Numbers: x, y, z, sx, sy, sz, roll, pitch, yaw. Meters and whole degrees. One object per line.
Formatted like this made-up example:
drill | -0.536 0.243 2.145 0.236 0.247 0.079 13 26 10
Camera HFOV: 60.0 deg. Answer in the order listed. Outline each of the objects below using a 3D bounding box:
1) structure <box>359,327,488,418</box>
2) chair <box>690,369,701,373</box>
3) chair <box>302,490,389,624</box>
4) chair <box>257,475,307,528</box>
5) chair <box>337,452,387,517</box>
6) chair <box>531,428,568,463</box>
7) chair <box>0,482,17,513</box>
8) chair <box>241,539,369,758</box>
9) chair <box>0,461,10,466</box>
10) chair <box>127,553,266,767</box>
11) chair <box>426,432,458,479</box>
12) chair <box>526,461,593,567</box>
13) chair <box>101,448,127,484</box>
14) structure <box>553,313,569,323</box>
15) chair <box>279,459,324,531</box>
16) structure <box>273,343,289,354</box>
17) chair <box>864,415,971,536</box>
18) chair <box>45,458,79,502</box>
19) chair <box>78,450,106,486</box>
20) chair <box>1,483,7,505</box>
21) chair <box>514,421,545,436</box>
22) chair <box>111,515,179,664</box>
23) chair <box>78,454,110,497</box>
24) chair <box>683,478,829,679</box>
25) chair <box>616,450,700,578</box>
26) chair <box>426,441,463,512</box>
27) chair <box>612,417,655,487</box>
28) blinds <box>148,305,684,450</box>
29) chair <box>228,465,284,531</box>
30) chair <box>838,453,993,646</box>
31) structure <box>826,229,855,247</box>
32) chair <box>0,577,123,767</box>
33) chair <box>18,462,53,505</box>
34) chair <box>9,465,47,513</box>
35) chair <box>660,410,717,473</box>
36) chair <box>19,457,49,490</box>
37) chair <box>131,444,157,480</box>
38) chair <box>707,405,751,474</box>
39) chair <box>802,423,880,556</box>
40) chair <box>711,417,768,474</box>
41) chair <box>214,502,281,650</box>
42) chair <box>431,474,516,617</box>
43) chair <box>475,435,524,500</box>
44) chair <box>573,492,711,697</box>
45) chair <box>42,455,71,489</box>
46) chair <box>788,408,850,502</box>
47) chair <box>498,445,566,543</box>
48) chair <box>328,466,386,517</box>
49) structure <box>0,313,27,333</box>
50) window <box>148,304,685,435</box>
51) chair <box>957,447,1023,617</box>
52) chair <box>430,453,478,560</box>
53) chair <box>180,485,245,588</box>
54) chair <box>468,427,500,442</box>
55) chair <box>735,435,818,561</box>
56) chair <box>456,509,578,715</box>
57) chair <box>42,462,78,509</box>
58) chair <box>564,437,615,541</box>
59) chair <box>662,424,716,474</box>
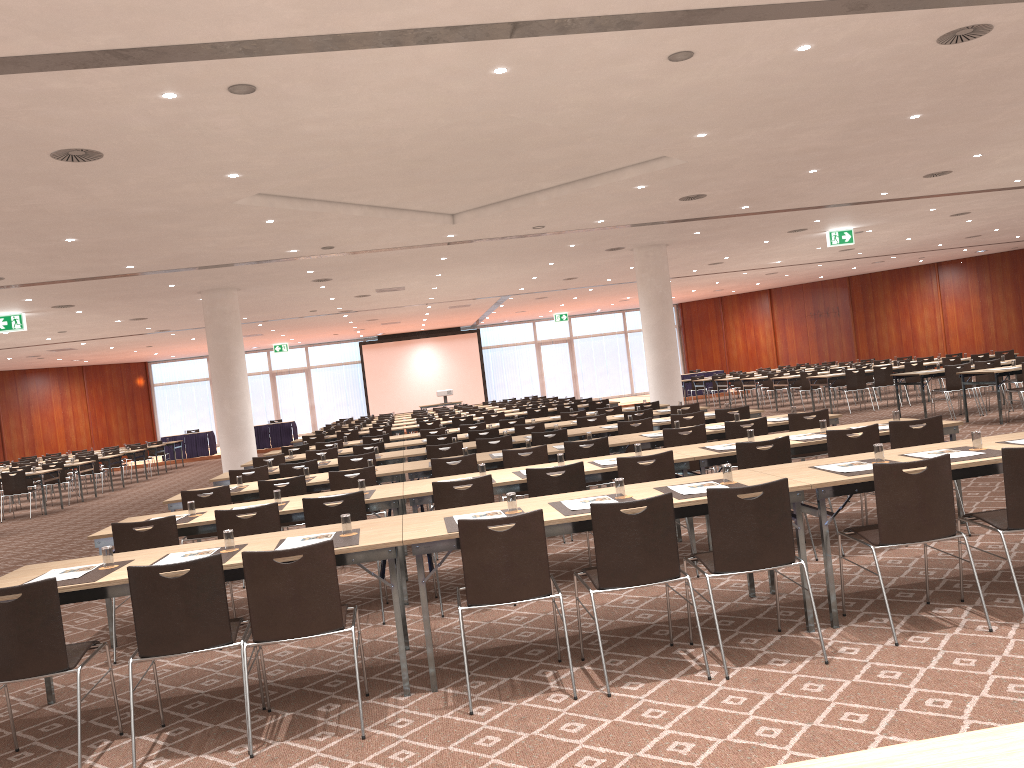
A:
structure | -3.759 -0.507 37.853 5.157 3.526 0.395 -7 1 -7
chair | 7.035 -0.073 33.585 0.535 0.939 0.614 -7 1 -7
chair | -1.235 1.250 6.471 0.535 0.939 0.613 -7 1 -6
chair | -2.097 1.335 8.381 0.535 0.939 0.613 -7 1 -5
chair | -1.784 1.281 10.476 0.535 0.939 0.614 -7 1 -9
chair | 0.470 1.015 10.672 0.535 0.939 0.614 -7 1 -8
chair | -10.970 2.287 18.809 0.535 0.939 0.613 -7 1 -5
chair | -1.049 1.245 4.444 0.535 0.939 0.614 -7 1 -7
chair | -14.030 2.598 24.564 0.535 0.939 0.614 -7 1 -10
chair | -1.588 1.308 4.414 0.535 0.939 0.614 -7 1 -9
chair | -0.960 1.167 12.590 0.535 0.939 0.614 -7 1 -9
chair | 0.350 1.062 6.705 0.535 0.939 0.613 -7 1 -6
chair | -11.182 2.262 24.827 0.535 0.939 0.614 -7 1 -9
structure | 2.051 -2.774 37.094 0.587 0.346 0.105 -7 1 -7
chair | -2.418 1.356 10.322 0.535 0.939 0.614 -7 1 -8
structure | -9.303 -1.432 35.720 0.587 0.346 0.105 -7 1 -7
chair | 3.167 0.729 7.046 0.535 0.939 0.613 -7 1 -5
chair | -10.632 2.231 20.865 0.535 0.939 0.614 -7 1 -10
chair | -11.816 2.336 24.832 0.535 0.939 0.613 -7 1 -6
chair | -12.230 2.419 20.671 0.535 0.939 0.614 -7 1 -10
chair | 0.279 1.021 12.698 0.535 0.939 0.613 -7 1 -6
chair | -2.515 1.401 6.316 0.535 0.939 0.613 -7 1 -6
chair | -9.972 2.152 21.086 0.535 0.939 0.614 -7 1 -9
chair | 1.244 0.974 4.722 0.535 0.939 0.613 -7 1 -6
chair | 1.014 0.984 6.743 0.535 0.939 0.614 -7 1 -8
chair | -0.767 1.161 10.557 0.535 0.939 0.614 -7 1 -9
chair | 1.508 0.892 10.832 0.535 0.939 0.614 -7 1 -7
blinds | -3.699 -0.303 38.244 22.848 3.817 0.115 -7 1 -7
chair | -2.985 1.423 10.288 0.535 0.939 0.614 -7 1 -10
chair | 2.174 0.863 4.912 0.535 0.939 0.613 -7 1 -5
structure | 7.275 -3.240 19.657 0.587 0.346 0.105 -7 1 -7
chair | -2.310 1.394 4.291 0.535 0.939 0.614 -7 1 -7
chair | -11.260 2.304 20.871 0.535 0.939 0.614 -7 1 -7
chair | -10.427 2.222 19.016 0.535 0.939 0.614 -7 1 -8
chair | 2.159 0.815 10.954 0.535 0.939 0.614 -7 1 -9
chair | -13.366 2.519 24.704 0.535 0.939 0.613 -7 1 -4
chair | -10.450 2.174 25.057 0.535 0.939 0.614 -7 1 -9
chair | 2.720 0.749 10.979 0.535 0.939 0.613 -7 1 -5
chair | 2.625 0.794 6.938 0.535 0.939 0.614 -7 1 -9
chair | 2.330 0.812 8.882 0.535 0.939 0.613 -7 1 -6
chair | -1.823 1.319 6.365 0.535 0.939 0.614 -7 1 -7
chair | -0.333 1.143 6.545 0.535 0.939 0.614 -7 1 -9
chair | -0.190 1.092 10.669 0.535 0.939 0.614 -7 1 -9
chair | 0.638 1.045 4.683 0.535 0.939 0.614 -7 1 -8
chair | -12.698 2.441 24.644 0.535 0.939 0.613 -7 1 -6
chair | 2.973 0.736 8.995 0.535 0.939 0.614 -7 1 -10
chair | 0.154 1.069 8.619 0.535 0.939 0.613 -7 1 -6
chair | -1.479 1.261 8.499 0.535 0.939 0.614 -7 1 -9
structure | -9.958 -1.204 17.571 0.587 0.346 0.105 -7 1 -7
window | -3.697 -0.334 38.469 22.958 3.873 0.217 -7 1 -7
chair | 2.868 0.782 4.918 0.535 0.939 0.613 -7 1 -4
chair | -0.516 1.148 8.573 0.535 0.939 0.613 -7 1 -5
chair | -2.769 1.414 8.265 0.535 0.939 0.614 -7 1 -8
chair | -0.367 1.097 12.585 0.535 0.939 0.613 -7 1 -6
chair | 1.903 0.879 6.816 0.535 0.939 0.614 -7 1 -10
chair | -0.018 1.122 4.646 0.535 0.939 0.613 -7 1 -4
chair | -9.709 2.138 18.962 0.535 0.939 0.614 -7 1 -10
chair | 0.754 0.998 8.726 0.535 0.939 0.613 -7 1 -4
chair | 1.727 0.883 8.887 0.535 0.939 0.613 -7 1 -6
